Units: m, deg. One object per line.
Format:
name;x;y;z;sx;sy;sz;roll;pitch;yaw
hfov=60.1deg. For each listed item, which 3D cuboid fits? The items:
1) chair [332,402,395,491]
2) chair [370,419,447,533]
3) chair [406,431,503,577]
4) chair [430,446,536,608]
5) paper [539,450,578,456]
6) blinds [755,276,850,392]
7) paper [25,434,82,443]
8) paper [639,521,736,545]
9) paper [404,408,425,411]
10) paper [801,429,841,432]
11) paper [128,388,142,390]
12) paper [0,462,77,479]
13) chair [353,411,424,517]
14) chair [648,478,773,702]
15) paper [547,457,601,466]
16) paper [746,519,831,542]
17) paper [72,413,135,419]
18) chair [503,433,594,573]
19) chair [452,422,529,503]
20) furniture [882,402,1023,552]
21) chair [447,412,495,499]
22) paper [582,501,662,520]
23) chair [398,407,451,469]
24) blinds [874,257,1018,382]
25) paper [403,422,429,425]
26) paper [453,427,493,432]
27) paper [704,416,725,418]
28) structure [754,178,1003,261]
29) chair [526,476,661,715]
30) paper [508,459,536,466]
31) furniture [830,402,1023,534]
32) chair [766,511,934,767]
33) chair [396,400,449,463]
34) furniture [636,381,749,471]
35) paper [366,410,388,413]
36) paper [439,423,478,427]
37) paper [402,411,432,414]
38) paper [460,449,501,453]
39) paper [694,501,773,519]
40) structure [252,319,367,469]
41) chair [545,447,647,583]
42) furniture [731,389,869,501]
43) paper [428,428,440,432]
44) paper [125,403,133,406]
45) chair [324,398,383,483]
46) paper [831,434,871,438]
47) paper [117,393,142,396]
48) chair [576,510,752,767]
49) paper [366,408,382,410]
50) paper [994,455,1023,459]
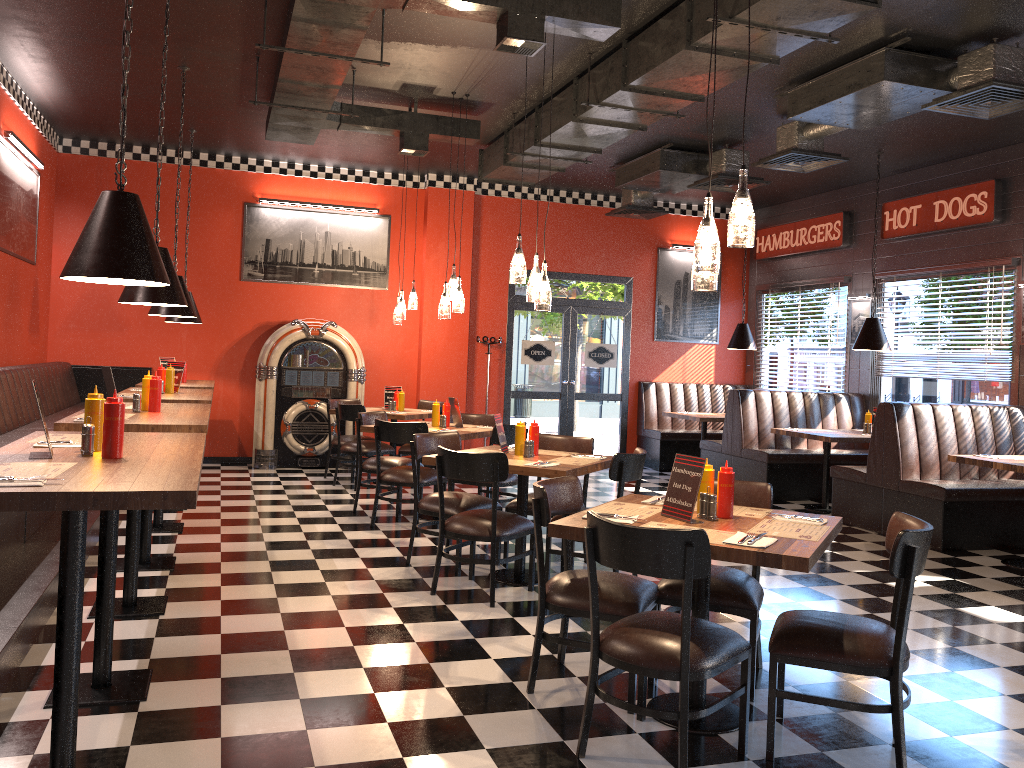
chair;-1.549;0.631;9.157;0.544;0.868;0.487;2;0;-43
chair;-0.843;0.719;7.182;0.486;0.868;0.544;2;0;22
chair;-0.404;0.774;5.951;0.545;0.868;0.486;2;0;36
chair;-0.175;0.805;5.237;0.487;0.868;0.544;2;0;30
paper;0.236;0.460;5.951;0.365;0.001;0.261;3;2;25
blinds;3.744;-0.529;11.623;0.099;1.635;1.870;3;0;-18
paper;-1.787;0.221;3.600;0.261;0.001;0.365;2;2;-16
paper;0.650;0.556;3.317;0.365;0.001;0.261;3;2;29
paper;-1.131;0.285;9.883;0.365;0.001;0.261;3;2;26
paper;3.196;0.482;9.255;0.365;0.001;0.261;2;2;-16
paper;-3.152;0.043;7.649;0.261;0.001;0.365;2;2;-16
paper;-1.494;0.261;2.686;0.261;0.001;0.365;2;2;-16
chair;-1.110;0.688;7.845;0.545;0.868;0.486;2;0;19
chair;0.914;0.886;4.044;0.486;0.868;0.544;2;0;21
paper;0.372;0.479;5.505;0.261;0.001;0.365;3;2;25
paper;1.088;0.569;3.469;0.261;0.001;0.365;3;2;27
paper;-2.179;0.171;4.745;0.261;0.001;0.365;2;2;-16
chair;0.274;0.797;6.129;0.487;0.868;0.544;2;0;27
chair;-0.165;0.742;7.360;0.545;0.868;0.486;2;0;31
furniture;4.137;0.767;7.617;1.708;1.155;0.706;2;0;-18
chair;-0.394;0.711;8.074;0.486;0.868;0.544;2;0;5
paper;0.488;0.536;3.767;0.261;0.001;0.365;3;2;27
chair;-0.871;0.653;9.348;0.545;0.868;0.486;2;0;14
blinds;4.501;-0.644;9.352;0.100;1.206;1.870;3;1;-18
paper;-0.923;0.356;7.828;0.261;0.001;0.365;3;2;26
paper;-0.319;0.389;7.541;0.261;0.001;0.365;3;2;26
paper;2.541;0.406;10.892;0.365;0.001;0.261;2;2;-21
structure;5.225;-1.726;7.180;0.119;0.438;11.270;3;2;-18
chair;0.344;0.869;3.842;0.545;0.868;0.486;2;0;22
paper;-0.044;0.467;5.343;0.365;0.001;0.261;3;2;25
furniture;3.917;0.738;8.288;1.708;1.155;0.706;2;0;-18
chair;1.251;0.922;3.292;0.545;0.868;0.486;2;0;21
chair;-1.000;0.626;10.064;0.487;0.868;0.544;2;0;36
furniture;2.644;0.569;12.155;1.708;1.155;0.706;2;0;-18
paper;-1.423;0.291;9.280;0.365;0.001;0.261;3;2;26
paper;-0.477;0.370;7.960;0.365;0.001;0.261;3;2;25
paper;-1.003;0.304;9.435;0.261;0.001;0.365;3;2;26
paper;-0.208;0.447;5.777;0.261;0.001;0.365;3;2;28
paper;0.937;0.551;3.891;0.365;0.001;0.261;3;2;26
structure;-2.406;0.105;10.574;1.293;1.769;0.500;2;-1;-18
chair;0.540;0.828;5.466;0.545;0.868;0.486;2;0;24
furniture;3.390;0.668;9.886;1.708;1.155;0.706;2;0;-18
paper;-0.753;0.376;7.382;0.365;0.001;0.261;3;2;28
paper;-2.504;0.130;5.656;0.261;0.001;0.365;2;2;-16
chair;-1.751;0.605;9.728;0.545;0.868;0.486;2;0;36
paper;3.341;0.507;8.624;0.365;0.001;0.261;2;2;-17
paper;-2.862;0.082;6.776;0.261;0.001;0.365;2;2;-16
chair;0.535;0.897;3.164;0.487;0.868;0.544;2;0;39
paper;-1.579;0.272;9.717;0.261;0.001;0.365;3;2;29
paper;4.024;0.583;7.035;0.365;0.001;0.261;2;2;-18
